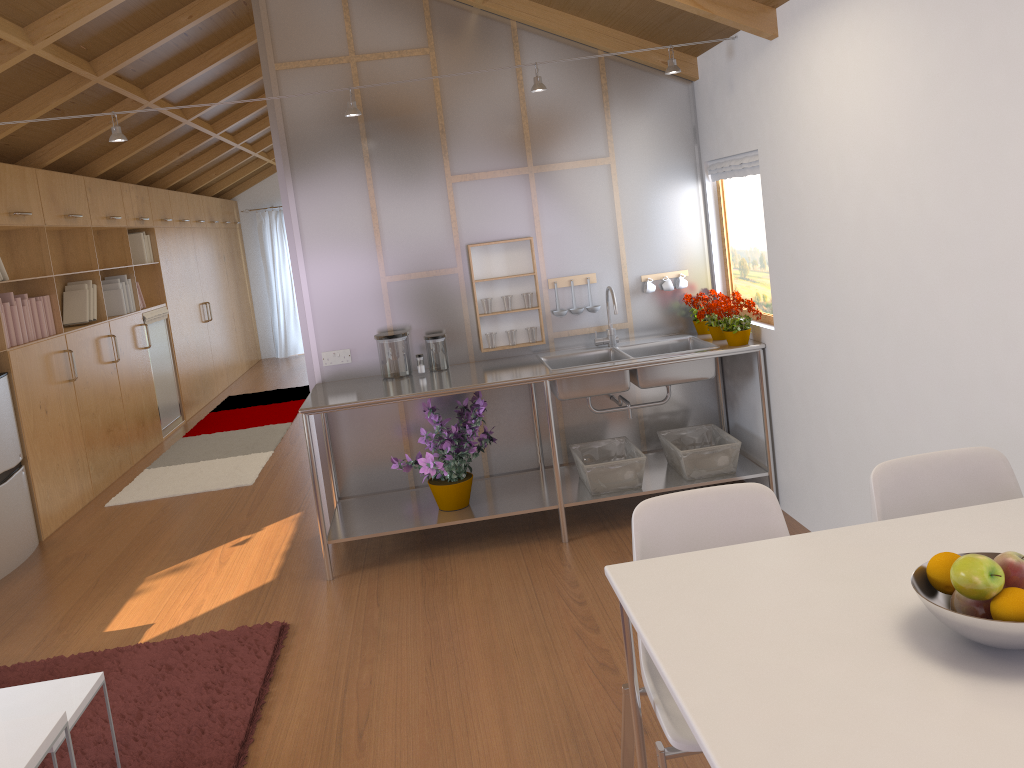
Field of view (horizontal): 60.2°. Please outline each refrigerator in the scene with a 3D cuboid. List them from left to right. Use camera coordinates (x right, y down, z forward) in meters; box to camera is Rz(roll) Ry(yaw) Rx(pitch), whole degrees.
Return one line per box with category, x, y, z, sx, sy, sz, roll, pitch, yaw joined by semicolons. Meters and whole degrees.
refrigerator;-2.776;0.488;4.596;0.262;0.978;0.719;-8;8;-5

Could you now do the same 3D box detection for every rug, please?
rug;-1.692;1.304;2.186;1.887;0.020;2.504;-8;11;-5
rug;-2.323;0.394;7.475;0.917;0.011;3.757;-8;11;-5

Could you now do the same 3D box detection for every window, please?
window;1.137;-0.698;4.225;0.026;0.788;0.731;-8;8;-5

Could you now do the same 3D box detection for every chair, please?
chair;0.520;0.670;1.990;0.532;0.779;0.551;-8;8;-5
chair;1.107;0.586;2.046;0.532;0.779;0.551;-8;8;-5

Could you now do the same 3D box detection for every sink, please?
sink;0.540;-0.158;4.313;0.811;0.635;0.568;-8;8;-5

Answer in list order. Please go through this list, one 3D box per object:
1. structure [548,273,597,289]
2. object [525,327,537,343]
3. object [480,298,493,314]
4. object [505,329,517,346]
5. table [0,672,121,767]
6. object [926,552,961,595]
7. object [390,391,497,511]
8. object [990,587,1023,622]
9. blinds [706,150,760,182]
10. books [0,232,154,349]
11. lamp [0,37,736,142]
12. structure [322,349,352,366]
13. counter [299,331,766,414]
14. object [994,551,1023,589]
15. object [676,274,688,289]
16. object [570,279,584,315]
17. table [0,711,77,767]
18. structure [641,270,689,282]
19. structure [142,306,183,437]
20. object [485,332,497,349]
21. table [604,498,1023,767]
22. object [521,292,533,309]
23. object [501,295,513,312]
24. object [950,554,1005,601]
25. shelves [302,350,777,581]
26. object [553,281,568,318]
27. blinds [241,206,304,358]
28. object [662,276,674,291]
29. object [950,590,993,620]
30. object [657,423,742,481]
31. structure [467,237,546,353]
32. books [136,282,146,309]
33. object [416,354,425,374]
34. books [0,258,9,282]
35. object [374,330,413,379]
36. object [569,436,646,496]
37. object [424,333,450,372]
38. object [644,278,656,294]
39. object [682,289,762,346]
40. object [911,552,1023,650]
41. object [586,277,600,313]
structure;0.311;-0.529;4.543;0.251;0.051;0.016;-8;7;-5
object;0.102;-0.249;4.508;0.062;0.076;0.061;-12;9;-31
object;-0.124;-0.394;4.469;0.061;0.076;0.062;-6;8;7
object;0.000;-0.235;4.498;0.062;0.076;0.061;-12;9;-31
table;-1.324;1.046;2.402;0.342;0.306;0.373;-8;9;-5
object;0.711;0.308;1.438;0.068;0.067;0.068;-12;10;-29
object;-0.300;0.314;4.125;0.526;0.548;0.354;-9;8;-14
object;0.745;0.336;1.306;0.068;0.067;0.068;-12;10;-29
blinds;1.055;-1.029;4.184;0.047;0.110;0.731;-8;10;-5
books;-3.123;-0.773;6.438;0.189;0.651;3.139;-8;10;-5
lamp;-0.885;-1.185;3.721;3.831;0.151;0.073;-8;7;-5
structure;-0.883;-0.133;4.455;0.142;0.070;0.011;-8;6;-5
counter;0.082;-0.081;4.243;2.111;0.021;0.656;-8;11;-5
object;0.775;0.292;1.368;0.063;0.066;0.062;-2;10;33
object;0.881;-0.533;4.587;0.059;0.079;0.063;-8;8;-5
object;0.324;-0.441;4.513;0.074;0.181;0.075;-4;8;26
table;-1.285;1.079;2.001;0.425;0.380;0.463;-8;9;-5
structure;0.797;-0.560;4.581;0.251;0.032;0.042;-8;9;-5
structure;-3.166;-0.107;7.712;0.316;1.069;0.732;-8;8;-5
object;-0.103;-0.220;4.488;0.061;0.076;0.062;-6;8;7
table;0.882;0.736;1.508;1.210;0.736;0.907;-8;9;-5
object;0.080;-0.423;4.489;0.062;0.076;0.061;-12;9;-31
object;-0.022;-0.408;4.479;0.062;0.076;0.061;-12;9;-31
object;0.704;0.292;1.337;0.070;0.069;0.078;-8;9;-5
shelves;0.130;0.304;4.286;2.094;0.746;0.638;-8;8;-5
object;0.240;-0.429;4.505;0.074;0.181;0.075;-4;8;26
blinds;-2.093;-1.534;12.073;2.850;2.019;0.235;-8;6;-6
object;0.804;-0.520;4.574;0.059;0.080;0.063;-7;8;2
object;0.725;0.345;1.375;0.078;0.088;0.081;1;11;44
object;0.910;0.333;4.304;0.299;0.157;0.418;-8;10;-5
structure;-0.028;-0.454;4.482;0.328;0.540;0.077;-8;6;-5
books;-3.212;-0.762;7.418;0.176;0.294;0.282;-8;8;-5
object;-0.446;-0.099;4.311;0.037;0.092;0.037;-6;7;10
books;-2.996;-0.710;4.977;0.176;0.294;0.282;-8;8;-5
object;-0.581;-0.145;4.370;0.172;0.213;0.174;-6;8;8
object;0.461;0.396;4.261;0.299;0.157;0.418;-8;10;-5
object;-0.374;-0.157;4.412;0.113;0.175;0.114;-5;8;15
object;0.711;-0.509;4.570;0.059;0.079;0.063;-8;8;-5
object;1.010;-0.331;4.304;0.233;0.233;0.695;-8;10;-4
object;0.763;0.355;1.375;0.254;0.090;0.258;0;13;36
object;0.409;-0.453;4.521;0.074;0.181;0.075;-4;8;26
